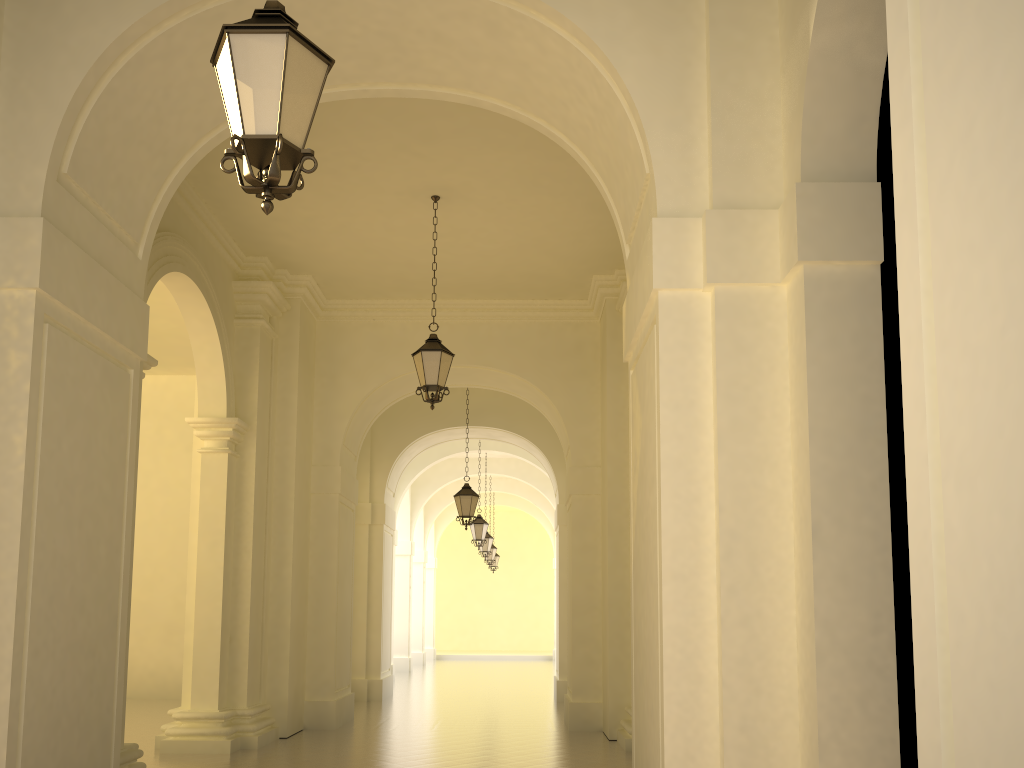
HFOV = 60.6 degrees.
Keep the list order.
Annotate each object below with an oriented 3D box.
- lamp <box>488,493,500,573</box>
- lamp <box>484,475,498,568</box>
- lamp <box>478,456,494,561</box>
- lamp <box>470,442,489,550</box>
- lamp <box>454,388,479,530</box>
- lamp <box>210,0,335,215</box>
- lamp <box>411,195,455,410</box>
[{"bbox_3d":[-0.694,5.496,33.022,0.510,3.251,0.450,0,-6,1],"label":"lamp"},{"bbox_3d":[-0.729,4.493,29.240,0.510,3.251,0.450,0,-6,1],"label":"lamp"},{"bbox_3d":[-0.765,3.484,25.435,0.510,3.251,0.450,0,-6,1],"label":"lamp"},{"bbox_3d":[-0.801,2.457,21.559,0.510,3.251,0.450,0,-6,1],"label":"lamp"},{"bbox_3d":[-0.848,1.125,16.536,0.444,3.251,0.517,4,-7,-29],"label":"lamp"},{"bbox_3d":[-0.968,-2.288,3.663,0.444,3.251,0.517,4,-7,-29],"label":"lamp"},{"bbox_3d":[-0.906,-0.950,10.159,0.444,2.520,0.517,-3,-7,30],"label":"lamp"}]
